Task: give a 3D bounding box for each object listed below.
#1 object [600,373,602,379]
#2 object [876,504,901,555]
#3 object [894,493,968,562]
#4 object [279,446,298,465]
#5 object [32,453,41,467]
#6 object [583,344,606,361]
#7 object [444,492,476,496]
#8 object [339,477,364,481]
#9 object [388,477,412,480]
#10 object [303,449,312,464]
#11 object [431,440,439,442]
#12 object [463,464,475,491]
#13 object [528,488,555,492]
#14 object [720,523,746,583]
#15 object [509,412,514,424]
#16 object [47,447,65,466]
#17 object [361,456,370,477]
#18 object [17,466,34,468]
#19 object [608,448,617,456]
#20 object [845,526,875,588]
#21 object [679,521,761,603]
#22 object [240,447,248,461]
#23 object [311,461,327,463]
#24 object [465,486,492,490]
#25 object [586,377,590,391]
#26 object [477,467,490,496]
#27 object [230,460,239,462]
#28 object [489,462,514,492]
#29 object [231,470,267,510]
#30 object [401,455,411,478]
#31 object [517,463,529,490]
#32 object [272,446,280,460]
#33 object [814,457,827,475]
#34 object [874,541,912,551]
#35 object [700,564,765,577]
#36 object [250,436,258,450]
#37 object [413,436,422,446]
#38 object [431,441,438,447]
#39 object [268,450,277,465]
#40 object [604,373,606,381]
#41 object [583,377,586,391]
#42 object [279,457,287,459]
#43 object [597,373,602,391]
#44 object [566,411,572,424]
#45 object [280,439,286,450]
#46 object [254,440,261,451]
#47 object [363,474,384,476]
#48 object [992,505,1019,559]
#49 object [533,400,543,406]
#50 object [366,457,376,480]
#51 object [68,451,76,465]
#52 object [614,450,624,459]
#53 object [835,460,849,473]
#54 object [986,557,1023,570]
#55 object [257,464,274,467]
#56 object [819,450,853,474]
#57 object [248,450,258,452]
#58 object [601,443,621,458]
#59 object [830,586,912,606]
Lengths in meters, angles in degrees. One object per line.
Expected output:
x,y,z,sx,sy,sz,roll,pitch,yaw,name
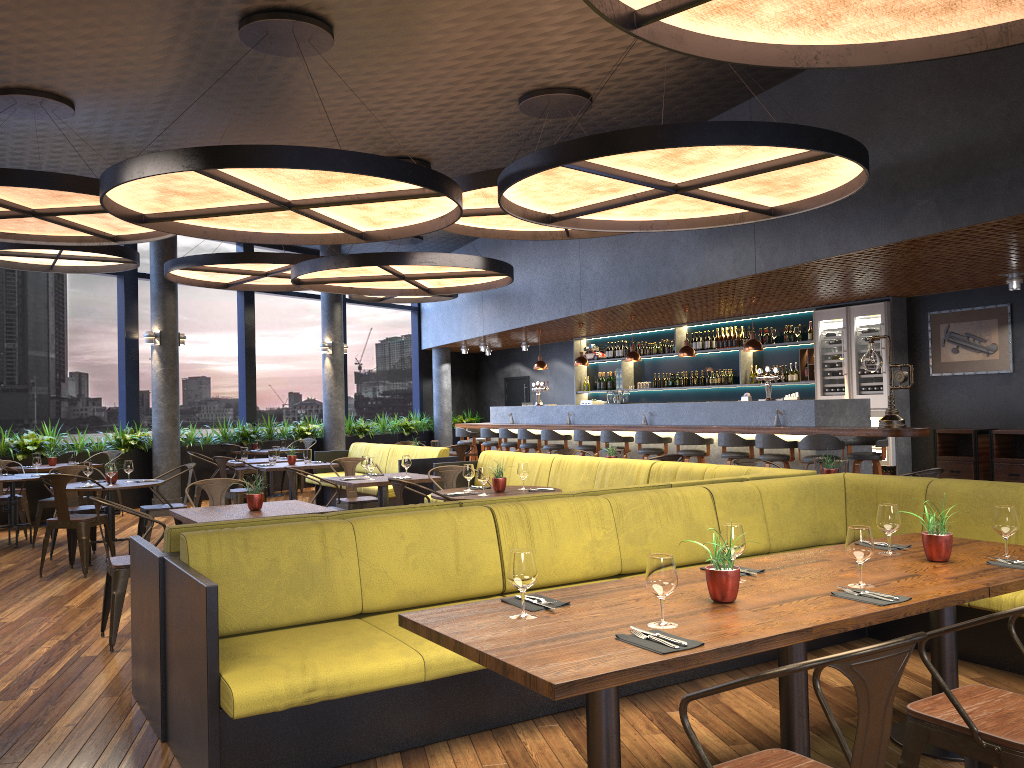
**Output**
1.693,-0.044,16.889,0.094,0.340,0.094,-1,-1,4,object
1.580,0.609,3.720,0.097,0.206,0.097,-2,-1,14,object
1.696,0.567,3.540,0.238,0.271,0.260,-1,-1,-10,object
-2.684,0.847,10.851,0.238,0.271,0.260,-2,-1,7,object
-6.272,1.000,11.693,0.102,0.178,0.102,-3,-2,40,object
1.568,-0.604,17.034,0.229,0.319,0.579,-1,-2,-32,object
-0.373,0.820,6.645,0.255,0.019,0.157,-1,-2,-29,object
-1.476,0.886,8.303,0.255,0.019,0.157,-1,-2,-31,object
-1.055,0.875,8.265,0.157,0.019,0.255,-1,-2,-31,object
-2.511,0.890,10.892,0.102,0.178,0.102,-2,-2,24,object
-1.113,0.904,12.837,0.102,0.178,0.102,-1,-1,4,object
-0.338,0.733,6.951,0.097,0.206,0.097,-1,-1,-7,object
0.204,0.811,6.818,0.255,0.019,0.157,-1,-1,1,object
0.807,0.616,3.243,0.097,0.206,0.097,-2,-1,14,object
-0.014,0.593,15.579,0.114,0.203,0.069,-2,-1,16,object
-6.123,0.953,11.830,0.260,0.271,0.238,-1,-1,-16,object
-1.413,0.798,8.579,0.097,0.206,0.097,0,-2,-40,object
-6.318,1.077,11.531,0.255,0.019,0.157,-2,-2,34,object
1.070,0.769,9.418,0.102,0.178,0.102,-1,-1,4,object
1.216,0.603,3.097,0.097,0.206,0.097,-2,-1,14,object
0.697,0.576,2.924,0.238,0.271,0.260,-1,-1,-10,object
-3.611,0.943,11.964,0.102,0.178,0.102,-2,-2,34,object
-2.401,0.971,11.017,0.157,0.019,0.255,-1,-2,-32,object
-0.265,0.829,7.108,0.157,0.019,0.255,-1,-2,-25,object
1.477,0.001,17.214,0.079,0.281,0.079,-1,-2,-28,object
-0.211,0.721,6.588,0.097,0.206,0.097,-2,-1,7,object
-3.660,1.019,11.795,0.157,0.019,0.255,-1,-2,-32,object
-0.092,0.687,6.784,0.238,0.271,0.260,-1,-1,-10,object
-1.728,0.706,5.941,0.260,0.271,0.238,-1,-1,4,object
-1.004,0.784,8.434,0.097,0.206,0.097,0,-2,-40,object
0.089,0.723,6.953,0.097,0.206,0.097,-2,-1,10,object
-3.188,0.933,11.991,0.102,0.178,0.102,-2,-2,34,object
2.475,0.680,7.108,0.102,0.178,0.102,-3,-2,44,object
1.636,0.706,3.883,0.157,0.019,0.255,-1,-2,-31,object
0.862,0.713,3.407,0.157,0.019,0.255,-1,-2,-31,object
-4.383,0.990,15.090,0.260,0.271,0.238,-1,-2,-30,object
-1.360,0.854,12.450,0.238,0.271,0.260,-1,-2,-26,object
-1.085,0.893,12.413,0.102,0.178,0.102,-3,-2,44,object
-2.934,0.900,10.864,0.102,0.178,0.102,-1,-2,-26,object
1.754,-0.047,16.801,0.094,0.340,0.094,-1,-2,-26,object
1.427,0.004,17.290,0.079,0.281,0.079,-1,-1,-13,object
-3.078,1.013,12.116,0.157,0.019,0.255,-1,-2,-32,object
1.655,-0.046,16.767,0.094,0.340,0.094,-1,-1,-9,object
0.907,0.535,14.107,0.114,0.203,0.069,-2,-1,19,object
-3.873,1.022,15.003,0.102,0.178,0.102,0,-2,-40,object
-4.250,1.026,14.808,0.102,0.178,0.102,-3,-2,40,object
-1.358,0.894,8.743,0.157,0.019,0.255,-1,-2,-31,object
1.990,0.596,3.574,0.097,0.206,0.097,-2,-1,14,object
0.734,0.353,16.825,0.766,0.106,0.200,-1,-2,-32,object
-1.312,0.787,8.252,0.097,0.206,0.097,-1,-2,-31,object
-5.895,0.995,11.888,0.102,0.178,0.102,0,-2,-40,object
1.091,0.759,9.032,0.102,0.178,0.102,-3,-2,44,object
2.506,0.670,6.734,0.102,0.178,0.102,-3,-2,44,object
1.939,0.687,3.406,0.157,0.019,0.255,-1,-2,-31,object
-2.983,0.977,10.696,0.157,0.019,0.255,-1,-2,-32,object
2.457,0.629,6.873,0.260,0.271,0.238,-1,-2,-30,object
-4.296,1.103,14.647,0.255,0.019,0.157,-2,-2,34,object
1.039,0.718,9.197,0.238,0.271,0.260,-1,-1,-10,object
1.165,0.694,2.929,0.157,0.019,0.255,-1,-2,-31,object
